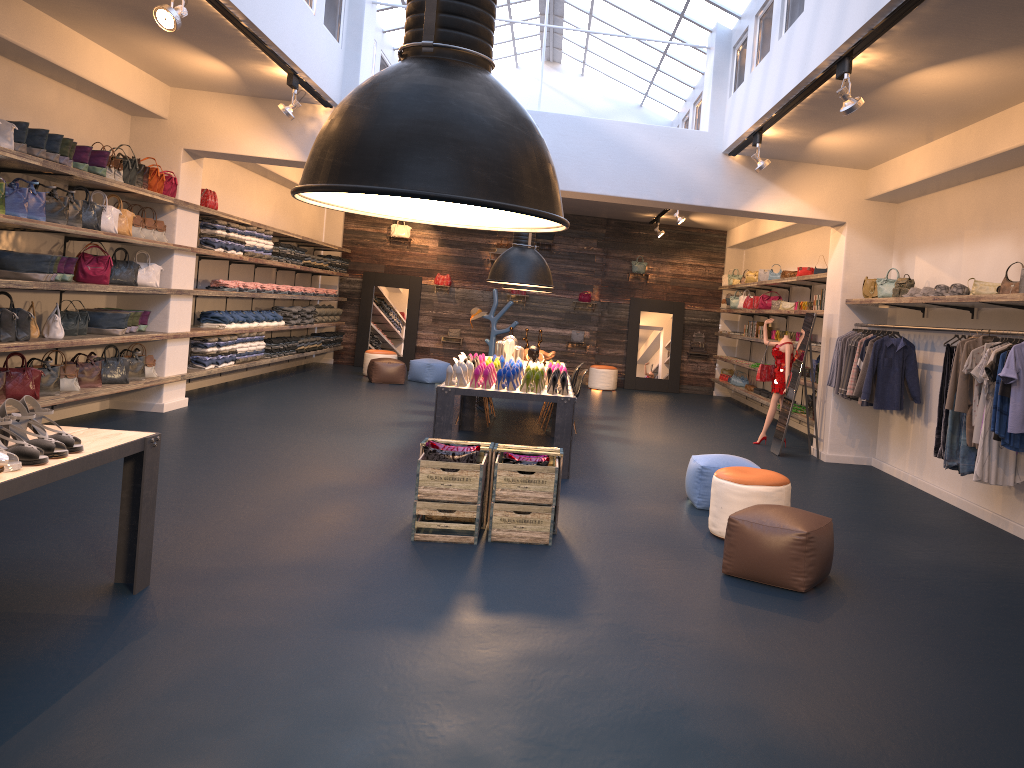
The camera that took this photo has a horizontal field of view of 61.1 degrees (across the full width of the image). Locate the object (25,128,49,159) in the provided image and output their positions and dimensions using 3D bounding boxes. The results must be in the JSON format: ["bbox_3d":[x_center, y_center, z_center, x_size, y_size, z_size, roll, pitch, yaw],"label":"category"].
[{"bbox_3d":[-3.830,-1.893,6.778,0.421,0.231,0.176,5,2,-3],"label":"object"}]

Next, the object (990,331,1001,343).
[{"bbox_3d":[3.936,-0.331,7.046,0.439,0.219,0.010,5,1,-7],"label":"object"}]

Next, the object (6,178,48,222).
[{"bbox_3d":[-3.886,-1.476,6.935,0.201,0.338,0.405,7,3,36],"label":"object"}]

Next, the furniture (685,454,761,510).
[{"bbox_3d":[1.795,0.812,7.335,0.660,0.422,0.639,5,4,-4],"label":"furniture"}]

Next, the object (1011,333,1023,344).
[{"bbox_3d":[3.921,-0.315,6.725,0.394,0.197,0.009,5,1,-7],"label":"object"}]

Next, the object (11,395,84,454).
[{"bbox_3d":[-1.905,0.164,3.575,0.284,0.223,0.117,5,2,-6],"label":"object"}]

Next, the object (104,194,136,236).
[{"bbox_3d":[-3.823,-1.624,8.321,0.179,0.385,0.458,6,3,36],"label":"object"}]

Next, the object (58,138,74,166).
[{"bbox_3d":[-3.840,-1.923,7.132,0.429,0.235,0.173,5,2,-10],"label":"object"}]

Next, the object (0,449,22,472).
[{"bbox_3d":[-1.934,0.200,3.146,0.291,0.223,0.114,4,2,-15],"label":"object"}]

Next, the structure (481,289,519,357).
[{"bbox_3d":[-0.328,-0.947,16.883,0.913,1.806,0.182,6,1,22],"label":"structure"}]

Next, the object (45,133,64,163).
[{"bbox_3d":[-3.823,-1.907,6.949,0.431,0.231,0.172,4,2,-12],"label":"object"}]

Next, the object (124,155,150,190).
[{"bbox_3d":[-3.832,-2.126,8.736,0.374,0.338,0.218,5,2,2],"label":"object"}]

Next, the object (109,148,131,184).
[{"bbox_3d":[-3.771,-2.072,8.238,0.301,0.352,0.132,5,1,-9],"label":"object"}]

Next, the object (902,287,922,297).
[{"bbox_3d":[4.142,-0.935,8.948,0.222,0.125,0.199,8,5,34],"label":"object"}]

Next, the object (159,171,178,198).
[{"bbox_3d":[-3.734,-2.143,9.288,0.267,0.310,0.201,3,3,-40],"label":"object"}]

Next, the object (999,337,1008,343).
[{"bbox_3d":[3.929,-0.334,6.941,0.306,0.197,0.012,5,1,-7],"label":"object"}]

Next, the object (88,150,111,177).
[{"bbox_3d":[-3.785,-1.969,7.699,0.421,0.235,0.176,5,2,-3],"label":"object"}]

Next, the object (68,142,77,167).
[{"bbox_3d":[-3.894,-1.945,7.315,0.424,0.235,0.175,5,2,-5],"label":"object"}]

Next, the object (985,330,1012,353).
[{"bbox_3d":[3.932,-0.328,6.882,0.368,0.197,0.014,5,1,-7],"label":"object"}]

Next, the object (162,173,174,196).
[{"bbox_3d":[-3.727,-2.114,9.187,0.243,0.283,0.318,7,3,35],"label":"object"}]

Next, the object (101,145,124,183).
[{"bbox_3d":[-3.781,-2.054,8.065,0.347,0.335,0.167,6,1,6],"label":"object"}]

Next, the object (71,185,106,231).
[{"bbox_3d":[-3.846,-1.573,7.732,0.179,0.385,0.458,6,3,36],"label":"object"}]

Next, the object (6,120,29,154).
[{"bbox_3d":[-3.838,-1.882,6.589,0.324,0.244,0.190,6,2,15],"label":"object"}]

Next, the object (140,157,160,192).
[{"bbox_3d":[-3.766,-2.148,8.886,0.273,0.384,0.209,3,2,-44],"label":"object"}]

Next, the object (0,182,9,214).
[{"bbox_3d":[-3.909,-1.431,6.410,0.201,0.338,0.405,7,3,36],"label":"object"}]

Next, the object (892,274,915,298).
[{"bbox_3d":[4.213,-1.041,9.336,0.236,0.283,0.386,6,4,16],"label":"object"}]

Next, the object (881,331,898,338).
[{"bbox_3d":[4.036,-0.524,9.274,0.438,0.219,0.010,5,1,-7],"label":"object"}]

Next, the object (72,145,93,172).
[{"bbox_3d":[-3.854,-1.957,7.492,0.429,0.235,0.173,5,2,-10],"label":"object"}]

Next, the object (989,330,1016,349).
[{"bbox_3d":[3.931,-0.334,6.836,0.368,0.177,0.014,5,1,-7],"label":"object"}]

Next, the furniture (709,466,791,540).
[{"bbox_3d":[1.728,0.870,6.305,0.583,0.479,0.579,5,3,0],"label":"furniture"}]

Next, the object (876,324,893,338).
[{"bbox_3d":[4.053,-0.541,9.458,0.438,0.219,0.010,5,1,-7],"label":"object"}]

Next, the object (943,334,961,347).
[{"bbox_3d":[3.969,-0.414,7.749,0.237,0.177,0.014,5,1,-7],"label":"object"}]

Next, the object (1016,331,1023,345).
[{"bbox_3d":[3.919,-0.298,6.657,0.436,0.219,0.010,5,1,-6],"label":"object"}]

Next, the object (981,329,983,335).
[{"bbox_3d":[3.948,-0.373,7.293,0.411,0.179,0.017,5,1,-5],"label":"object"}]

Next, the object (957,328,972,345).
[{"bbox_3d":[3.959,-0.392,7.501,0.237,0.177,0.014,5,1,-7],"label":"object"}]

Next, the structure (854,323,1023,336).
[{"bbox_3d":[3.906,-0.332,6.041,0.039,0.038,8.658,5,5,2],"label":"structure"}]

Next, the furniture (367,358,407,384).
[{"bbox_3d":[-2.135,-0.237,14.841,0.683,0.422,0.616,4,4,-18],"label":"furniture"}]

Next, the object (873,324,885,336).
[{"bbox_3d":[4.057,-0.552,9.580,0.438,0.219,0.010,5,1,-7],"label":"object"}]

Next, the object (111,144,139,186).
[{"bbox_3d":[-3.763,-2.112,8.377,0.301,0.410,0.132,5,1,-9],"label":"object"}]

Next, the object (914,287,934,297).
[{"bbox_3d":[4.129,-0.909,8.650,0.222,0.125,0.199,8,5,34],"label":"object"}]

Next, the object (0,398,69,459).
[{"bbox_3d":[-1.906,0.176,3.442,0.283,0.223,0.117,5,2,-4],"label":"object"}]

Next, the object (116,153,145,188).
[{"bbox_3d":[-3.818,-2.107,8.548,0.264,0.337,0.315,7,3,40],"label":"object"}]

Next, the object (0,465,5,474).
[{"bbox_3d":[-1.909,0.265,3.032,0.258,0.117,0.100,5,2,-1],"label":"object"}]

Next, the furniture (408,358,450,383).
[{"bbox_3d":[-1.484,-0.248,15.636,0.600,0.422,0.699,8,5,37],"label":"furniture"}]

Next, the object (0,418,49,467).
[{"bbox_3d":[-1.906,0.190,3.286,0.292,0.223,0.114,4,2,-15],"label":"object"}]

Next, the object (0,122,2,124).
[{"bbox_3d":[-3.889,-1.889,6.206,0.439,0.331,0.186,5,2,-12],"label":"object"}]

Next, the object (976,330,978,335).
[{"bbox_3d":[3.953,-0.381,7.372,0.237,0.177,0.014,5,1,-7],"label":"object"}]

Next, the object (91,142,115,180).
[{"bbox_3d":[-3.788,-2.040,7.900,0.347,0.335,0.167,6,1,6],"label":"object"}]

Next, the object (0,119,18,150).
[{"bbox_3d":[-3.881,-1.907,6.409,0.437,0.331,0.188,5,2,-9],"label":"object"}]

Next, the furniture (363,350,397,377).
[{"bbox_3d":[-2.387,-0.370,15.731,0.583,0.479,0.579,5,3,0],"label":"furniture"}]

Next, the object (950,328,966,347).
[{"bbox_3d":[3.964,-0.402,7.620,0.237,0.177,0.014,5,1,-7],"label":"object"}]

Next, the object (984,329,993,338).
[{"bbox_3d":[3.938,-0.362,7.166,0.411,0.179,0.017,5,1,-5],"label":"object"}]

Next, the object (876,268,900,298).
[{"bbox_3d":[4.256,-1.117,9.726,0.341,0.366,0.189,7,2,33],"label":"object"}]

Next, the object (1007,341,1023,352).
[{"bbox_3d":[3.911,-0.305,6.520,0.411,0.179,0.017,5,1,-6],"label":"object"}]

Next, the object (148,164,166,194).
[{"bbox_3d":[-3.762,-2.133,9.018,0.273,0.330,0.209,3,3,-44],"label":"object"}]

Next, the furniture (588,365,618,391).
[{"bbox_3d":[1.829,-0.129,17.441,0.583,0.479,0.579,5,3,0],"label":"furniture"}]
